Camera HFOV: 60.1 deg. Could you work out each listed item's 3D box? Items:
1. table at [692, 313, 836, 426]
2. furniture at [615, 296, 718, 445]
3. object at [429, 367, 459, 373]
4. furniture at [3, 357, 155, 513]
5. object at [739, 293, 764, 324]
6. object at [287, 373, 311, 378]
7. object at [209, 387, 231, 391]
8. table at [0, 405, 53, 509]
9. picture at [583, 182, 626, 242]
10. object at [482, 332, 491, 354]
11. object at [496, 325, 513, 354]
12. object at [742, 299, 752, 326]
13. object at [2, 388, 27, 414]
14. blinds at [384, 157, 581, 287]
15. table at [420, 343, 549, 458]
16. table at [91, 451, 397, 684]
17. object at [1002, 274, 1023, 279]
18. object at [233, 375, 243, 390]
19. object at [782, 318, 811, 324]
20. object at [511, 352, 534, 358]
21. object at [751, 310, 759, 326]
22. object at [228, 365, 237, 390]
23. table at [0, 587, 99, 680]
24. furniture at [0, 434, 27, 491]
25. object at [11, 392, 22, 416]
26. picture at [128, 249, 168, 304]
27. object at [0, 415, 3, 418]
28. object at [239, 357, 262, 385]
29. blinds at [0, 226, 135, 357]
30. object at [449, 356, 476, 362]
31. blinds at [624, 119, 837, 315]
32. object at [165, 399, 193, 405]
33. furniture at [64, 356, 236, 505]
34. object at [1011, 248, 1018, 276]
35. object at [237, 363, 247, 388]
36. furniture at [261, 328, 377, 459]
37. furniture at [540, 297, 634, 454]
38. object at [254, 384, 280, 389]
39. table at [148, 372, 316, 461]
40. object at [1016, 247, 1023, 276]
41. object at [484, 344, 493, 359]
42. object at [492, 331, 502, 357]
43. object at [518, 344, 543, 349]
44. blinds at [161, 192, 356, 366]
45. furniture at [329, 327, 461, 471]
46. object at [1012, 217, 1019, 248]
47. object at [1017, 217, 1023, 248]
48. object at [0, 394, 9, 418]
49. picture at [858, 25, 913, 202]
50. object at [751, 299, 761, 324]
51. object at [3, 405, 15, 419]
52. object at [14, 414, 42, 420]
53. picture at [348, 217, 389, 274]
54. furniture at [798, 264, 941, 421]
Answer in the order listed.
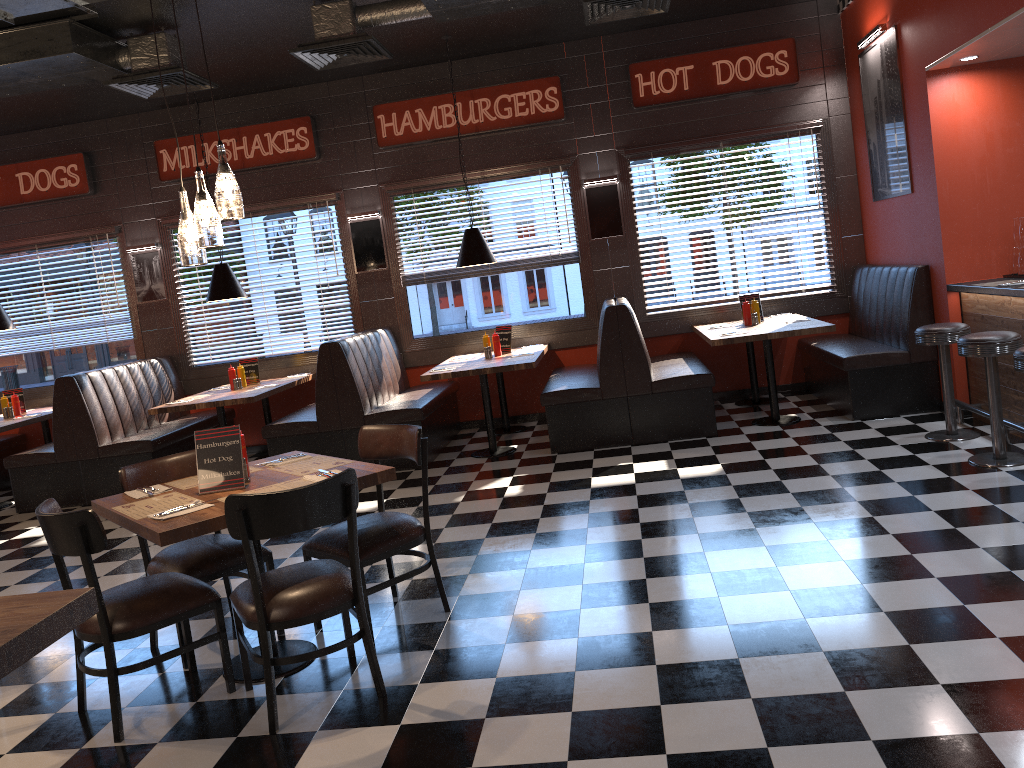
[{"bbox_3d":[2.195,-0.139,7.828,0.956,0.771,1.700,-7,7,7],"label":"table"},{"bbox_3d":[1.347,-0.228,7.922,0.705,1.150,1.717,-7,6,7],"label":"furniture"},{"bbox_3d":[-0.565,-0.126,7.508,0.255,0.019,0.158,-6,7,13],"label":"object"},{"bbox_3d":[-4.053,0.423,8.582,0.705,1.150,1.717,-7,6,7],"label":"furniture"},{"bbox_3d":[2.181,-0.689,8.076,0.188,0.256,0.072,-8,5,2],"label":"object"},{"bbox_3d":[-2.187,-0.092,9.022,0.255,0.019,0.158,-6,7,12],"label":"object"},{"bbox_3d":[-2.823,0.040,8.648,0.255,0.019,0.158,-7,7,3],"label":"object"},{"bbox_3d":[-4.846,0.709,8.689,0.956,0.771,1.700,-7,7,7],"label":"table"},{"bbox_3d":[0.905,-1.688,8.688,0.351,0.535,0.012,-7,4,7],"label":"picture"},{"bbox_3d":[-0.232,-0.367,8.191,0.068,0.237,0.068,-8,5,-6],"label":"object"},{"bbox_3d":[-0.081,-0.420,8.382,0.188,0.256,0.073,-4,6,37],"label":"object"},{"bbox_3d":[2.082,-0.639,7.856,0.068,0.237,0.068,-7,5,5],"label":"object"},{"bbox_3d":[-5.008,0.182,8.910,0.189,0.256,0.072,-10,5,-23],"label":"object"},{"bbox_3d":[-0.280,-1.591,8.816,1.867,1.036,0.100,-7,4,7],"label":"blinds"},{"bbox_3d":[-0.144,0.143,8.114,0.956,0.771,1.700,-7,7,7],"label":"table"},{"bbox_3d":[-1.098,0.805,3.769,0.961,0.771,0.960,-12,8,-38],"label":"table"},{"bbox_3d":[3.660,-0.765,6.188,0.272,0.018,0.439,-7,7,7],"label":"object"},{"bbox_3d":[-2.588,-0.014,8.348,0.046,0.135,0.094,-5,6,32],"label":"object"},{"bbox_3d":[2.414,-0.539,7.584,0.255,0.019,0.158,-7,7,4],"label":"object"},{"bbox_3d":[0.071,-0.258,7.880,0.255,0.019,0.158,-7,7,4],"label":"object"},{"bbox_3d":[2.128,-0.582,7.771,0.046,0.135,0.094,-5,6,32],"label":"object"},{"bbox_3d":[-2.653,-0.066,8.414,0.068,0.237,0.068,-5,5,30],"label":"object"},{"bbox_3d":[-1.619,1.036,1.525,1.690,0.996,0.699,-7,5,7],"label":"table"},{"bbox_3d":[-5.711,0.622,8.785,0.705,1.150,1.717,-7,6,7],"label":"furniture"},{"bbox_3d":[-4.910,0.197,8.766,0.068,0.237,0.068,-9,5,-9],"label":"object"},{"bbox_3d":[-3.803,-1.121,9.263,0.351,0.535,0.012,-7,4,7],"label":"picture"},{"bbox_3d":[-5.163,0.329,8.875,0.255,0.019,0.158,-7,7,6],"label":"object"},{"bbox_3d":[-2.580,-0.122,8.709,0.188,0.256,0.072,-8,5,-3],"label":"object"},{"bbox_3d":[-4.961,-0.944,9.397,1.867,1.202,0.101,-7,4,7],"label":"blinds"},{"bbox_3d":[-0.462,-0.243,8.343,0.255,0.019,0.158,-7,7,7],"label":"object"},{"bbox_3d":[2.114,-1.582,8.551,1.867,1.629,0.100,-7,4,7],"label":"blinds"},{"bbox_3d":[-2.923,0.152,7.839,0.255,0.019,0.158,-7,7,8],"label":"object"},{"bbox_3d":[-3.358,0.339,8.497,0.705,1.150,1.717,-7,6,7],"label":"furniture"},{"bbox_3d":[3.611,-0.872,6.311,0.105,0.208,0.106,-8,5,-8],"label":"object"},{"bbox_3d":[-2.591,-0.083,8.482,0.068,0.237,0.068,-5,5,30],"label":"object"},{"bbox_3d":[-1.701,0.139,8.294,0.705,1.150,1.717,-7,6,7],"label":"furniture"},{"bbox_3d":[0.652,-0.144,8.007,0.705,1.150,1.717,-7,6,7],"label":"furniture"},{"bbox_3d":[-2.285,0.023,8.192,0.255,0.019,0.158,-7,7,6],"label":"object"},{"bbox_3d":[-2.508,0.428,8.403,0.956,0.771,1.700,-7,7,7],"label":"table"},{"bbox_3d":[3.589,-0.856,6.204,0.105,0.208,0.106,-8,5,-8],"label":"object"},{"bbox_3d":[-0.219,-0.300,8.058,0.046,0.135,0.094,-5,6,32],"label":"object"},{"bbox_3d":[-0.144,-0.375,8.162,0.068,0.237,0.068,-8,5,-6],"label":"object"},{"bbox_3d":[0.176,-0.366,8.644,0.255,0.019,0.158,-7,7,9],"label":"object"},{"bbox_3d":[-2.586,-1.057,9.123,1.867,1.547,0.101,-7,4,7],"label":"blinds"},{"bbox_3d":[-1.005,0.055,8.209,0.705,1.150,1.717,-7,6,7],"label":"furniture"},{"bbox_3d":[3.578,-1.070,6.244,0.105,0.208,0.106,-8,5,-8],"label":"object"},{"bbox_3d":[3.553,-1.053,6.129,0.105,0.208,0.106,-8,5,-8],"label":"object"},{"bbox_3d":[-4.979,0.213,8.704,0.068,0.237,0.068,-9,5,-9],"label":"object"},{"bbox_3d":[3.110,-2.209,7.408,0.016,1.297,1.028,-7,5,7],"label":"picture"},{"bbox_3d":[2.168,-0.655,7.891,0.068,0.237,0.068,-7,5,5],"label":"object"},{"bbox_3d":[-4.908,0.265,8.632,0.094,0.135,0.047,-10,5,-23],"label":"object"},{"bbox_3d":[-4.627,0.312,8.417,0.255,0.019,0.158,-7,7,3],"label":"object"},{"bbox_3d":[-1.455,-1.403,8.976,0.351,0.535,0.012,-7,4,7],"label":"picture"},{"bbox_3d":[3.014,-0.429,7.718,0.705,1.150,1.717,-7,6,7],"label":"furniture"}]
